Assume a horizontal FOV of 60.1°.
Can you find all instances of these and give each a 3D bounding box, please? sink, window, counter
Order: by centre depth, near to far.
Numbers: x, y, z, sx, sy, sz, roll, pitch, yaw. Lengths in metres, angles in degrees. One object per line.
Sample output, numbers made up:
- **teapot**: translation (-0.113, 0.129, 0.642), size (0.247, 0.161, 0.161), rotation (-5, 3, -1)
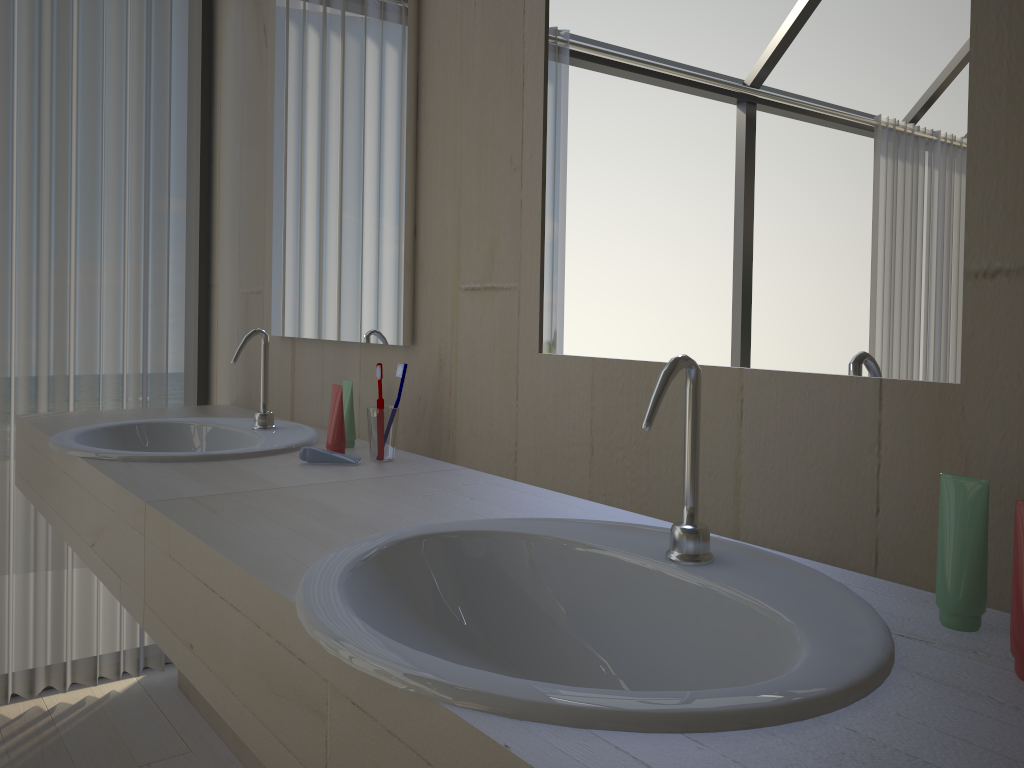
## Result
- **sink**: translation (0.060, 0.183, 0.839), size (0.504, 0.419, 0.575), rotation (-1, 4, -33)
- **counter**: translation (0.070, 0.593, 0.902), size (0.550, 0.789, 1.208), rotation (-1, 4, -37)
- **window**: translation (-2.556, -0.497, 1.036), size (4.562, 2.810, 0.746), rotation (-2, 3, -37)
- **sink**: translation (-0.660, 0.094, 1.806), size (0.504, 0.419, 0.575), rotation (-1, 4, -33)
- **counter**: translation (-0.650, 0.504, 1.869), size (0.550, 0.789, 1.208), rotation (-1, 4, -37)

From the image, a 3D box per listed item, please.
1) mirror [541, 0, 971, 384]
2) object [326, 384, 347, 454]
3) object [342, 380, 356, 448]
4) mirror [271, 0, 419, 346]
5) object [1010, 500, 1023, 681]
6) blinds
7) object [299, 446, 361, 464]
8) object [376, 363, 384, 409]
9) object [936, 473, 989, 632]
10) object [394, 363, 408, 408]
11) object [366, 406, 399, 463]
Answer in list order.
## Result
- **mirror**: translation (0.257, -0.455, 1.115), size (0.023, 0.867, 0.654), rotation (0, 2, -37)
- **object**: translation (-0.323, 0.069, 1.630), size (0.039, 0.134, 0.039), rotation (1, 1, 12)
- **object**: translation (-0.325, 0.060, 1.744), size (0.039, 0.134, 0.039), rotation (1, 1, 12)
- **mirror**: translation (-0.384, -0.530, 1.929), size (0.023, 0.867, 0.654), rotation (0, 2, -37)
- **object**: translation (0.397, 0.157, 0.663), size (0.039, 0.134, 0.039), rotation (1, 1, 5)
- **blinds**: translation (-1.379, -0.220, 2.164), size (1.183, 2.068, 0.084), rotation (0, 2, -37)
- **object**: translation (-0.319, 0.124, 1.550), size (0.104, 0.029, 0.033), rotation (1, 3, 4)
- **object**: translation (-0.233, 0.051, 1.557), size (0.012, 0.178, 0.050), rotation (1, 1, 2)
- **object**: translation (0.395, 0.148, 0.777), size (0.039, 0.134, 0.039), rotation (1, 1, 5)
- **object**: translation (-0.216, 0.050, 1.589), size (0.054, 0.175, 0.012), rotation (1, 1, -11)
- **object**: translation (-0.232, 0.091, 1.587), size (0.058, 0.100, 0.058), rotation (0, 2, -30)
